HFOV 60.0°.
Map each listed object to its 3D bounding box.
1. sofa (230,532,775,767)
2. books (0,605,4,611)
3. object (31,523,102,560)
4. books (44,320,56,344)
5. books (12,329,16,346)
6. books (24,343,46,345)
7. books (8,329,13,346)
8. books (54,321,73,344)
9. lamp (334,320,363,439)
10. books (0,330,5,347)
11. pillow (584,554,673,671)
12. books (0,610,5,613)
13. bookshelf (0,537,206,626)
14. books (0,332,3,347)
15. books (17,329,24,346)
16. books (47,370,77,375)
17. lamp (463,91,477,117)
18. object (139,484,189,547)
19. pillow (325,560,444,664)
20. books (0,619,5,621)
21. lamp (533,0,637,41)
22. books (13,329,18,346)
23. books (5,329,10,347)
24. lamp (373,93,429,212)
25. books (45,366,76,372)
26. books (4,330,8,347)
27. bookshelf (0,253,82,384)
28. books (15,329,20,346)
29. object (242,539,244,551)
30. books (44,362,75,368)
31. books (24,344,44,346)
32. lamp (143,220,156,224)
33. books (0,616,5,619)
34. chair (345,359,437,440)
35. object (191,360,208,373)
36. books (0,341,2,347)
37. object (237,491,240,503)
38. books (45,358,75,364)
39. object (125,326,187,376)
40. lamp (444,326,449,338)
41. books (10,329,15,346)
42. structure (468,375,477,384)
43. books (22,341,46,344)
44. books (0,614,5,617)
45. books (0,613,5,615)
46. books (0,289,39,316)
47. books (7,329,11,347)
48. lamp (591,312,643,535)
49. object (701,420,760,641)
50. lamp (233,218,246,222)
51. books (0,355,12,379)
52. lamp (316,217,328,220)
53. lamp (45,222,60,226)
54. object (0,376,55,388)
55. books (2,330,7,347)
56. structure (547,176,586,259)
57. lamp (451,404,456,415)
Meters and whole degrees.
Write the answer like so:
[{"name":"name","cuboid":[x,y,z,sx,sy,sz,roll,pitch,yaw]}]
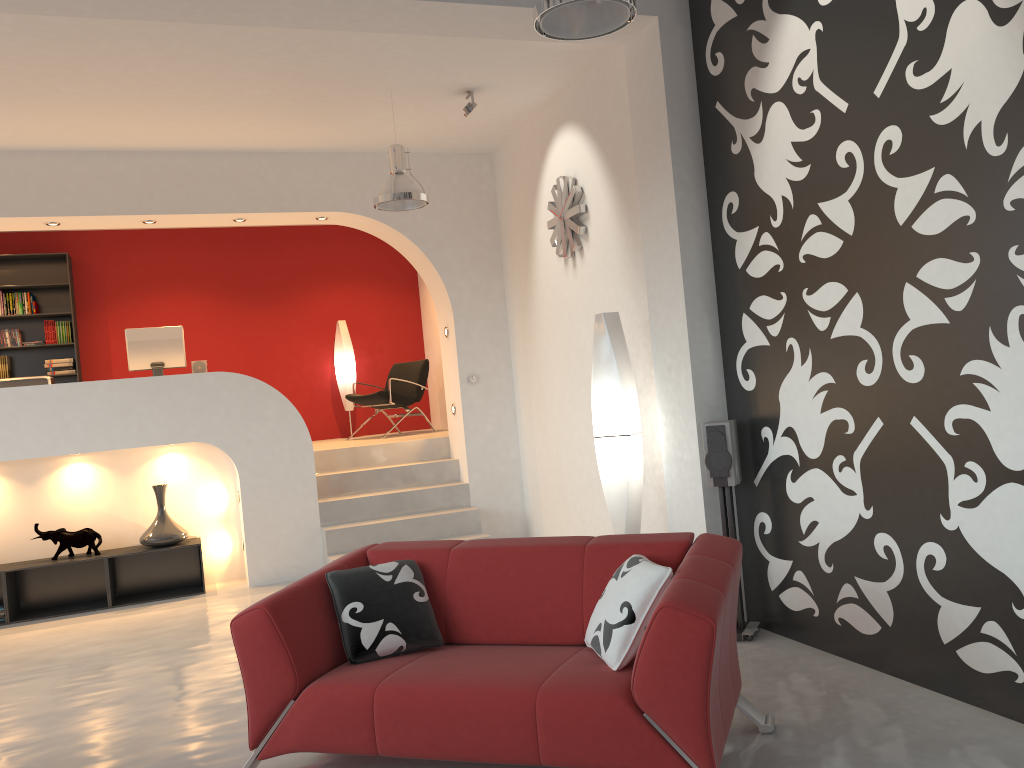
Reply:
[{"name":"sofa","cuboid":[-0.047,1.039,3.398,1.929,0.738,0.951,-5,0,20]},{"name":"books","cuboid":[-3.907,1.694,6.646,0.190,0.015,0.135,-5,0,-25]},{"name":"object","cuboid":[-3.449,1.201,6.882,0.507,0.296,0.191,-5,0,-5]},{"name":"books","cuboid":[-4.809,-0.528,9.252,0.090,0.256,0.181,-5,0,-20]},{"name":"books","cuboid":[-5.120,-0.466,9.144,0.031,0.190,0.135,-5,0,-20]},{"name":"books","cuboid":[-4.947,-0.409,9.205,0.190,0.015,0.135,-5,0,-20]},{"name":"books","cuboid":[-5.148,-0.464,9.134,0.031,0.190,0.135,-5,0,-20]},{"name":"books","cuboid":[-4.695,-0.530,9.292,0.146,0.240,0.170,-5,0,-20]},{"name":"lamp","cuboid":[-1.903,-0.055,10.197,0.237,1.349,0.237,-5,0,-12]},{"name":"books","cuboid":[-5.219,-0.457,9.108,0.031,0.190,0.135,-5,0,-20]},{"name":"pillow","cuboid":[0.419,0.817,3.224,0.288,0.343,0.402,-5,0,-13]},{"name":"books","cuboid":[-3.894,1.707,6.642,0.190,0.015,0.135,-5,0,-20]},{"name":"bookshelf","cuboid":[-3.797,1.580,6.714,2.764,0.397,0.405,-5,0,-20]},{"name":"books","cuboid":[-5.233,-0.456,9.103,0.031,0.190,0.135,-5,0,-20]},{"name":"books","cuboid":[-5.078,-0.470,9.160,0.031,0.190,0.135,-5,0,-20]},{"name":"books","cuboid":[-4.686,-0.113,9.254,0.260,0.040,0.200,-5,0,-19]},{"name":"lamp","cuboid":[-0.298,-1.975,6.261,0.112,0.176,0.118,-5,0,22]},{"name":"object","cuboid":[-2.799,1.049,7.099,0.369,0.481,0.369,-6,0,35]},{"name":"pillow","cuboid":[-0.513,0.906,3.569,0.402,0.343,0.288,-5,0,-28]},{"name":"books","cuboid":[-3.889,1.767,6.649,0.190,0.015,0.135,-5,0,-25]},{"name":"lamp","cuboid":[0.231,-1.735,3.261,0.379,0.800,0.379,-5,0,-27]},{"name":"books","cuboid":[-5.106,-0.468,9.150,0.031,0.190,0.135,-5,0,-20]},{"name":"books","cuboid":[-5.176,-0.461,9.124,0.031,0.190,0.135,-5,0,-20]},{"name":"lamp","cuboid":[-0.793,-1.622,6.079,0.379,0.800,0.379,-6,0,41]},{"name":"books","cuboid":[-4.705,-0.152,9.245,0.260,0.040,0.200,-5,0,-20]},{"name":"books","cuboid":[-5.190,-0.460,9.119,0.031,0.190,0.135,-5,0,-20]},{"name":"bookshelf","cuboid":[-4.921,-0.215,9.151,0.816,2.213,0.305,-5,0,-20]},{"name":"books","cuboid":[-5.092,-0.469,9.155,0.031,0.190,0.135,-5,0,-20]},{"name":"object","cuboid":[-2.238,1.338,7.375,0.011,0.105,0.105,-5,0,-20]},{"name":"books","cuboid":[-4.713,-0.191,9.243,0.260,0.040,0.200,-5,0,-21]},{"name":"books","cuboid":[-4.951,-0.394,9.203,0.190,0.015,0.135,-5,0,-25]},{"name":"lamp","cuboid":[-2.927,-1.306,7.160,0.105,0.011,0.105,-5,0,-31]},{"name":"books","cuboid":[-3.885,1.752,6.651,0.190,0.015,0.135,-5,0,-20]},{"name":"chair","cuboid":[-1.330,0.165,9.563,0.664,0.795,0.768,-6,-1,45]},{"name":"object","cuboid":[-2.708,-0.127,7.678,0.133,0.147,0.151,-5,0,-37]},{"name":"books","cuboid":[-5.247,-0.455,9.098,0.031,0.190,0.135,-5,0,-20]},{"name":"object","cuboid":[-2.275,0.939,7.378,0.011,0.105,0.105,-5,0,-20]},{"name":"books","cuboid":[-4.704,-0.232,9.238,0.260,0.040,0.200,-5,0,-20]},{"name":"object","cuboid":[-3.013,-0.253,7.519,0.458,0.452,0.230,-5,0,-20]},{"name":"lamp","cuboid":[-0.591,-0.467,7.976,0.011,0.105,0.105,-5,0,-20]},{"name":"books","cuboid":[-5.134,-0.465,9.139,0.031,0.190,0.135,-5,0,-20]},{"name":"structure","cuboid":[-0.344,-0.040,7.774,0.080,0.080,0.016,-5,0,-20]},{"name":"books","cuboid":[-4.958,-0.423,9.202,0.190,0.015,0.135,-5,0,-15]},{"name":"books","cuboid":[-3.896,1.738,6.648,0.190,0.015,0.135,-5,0,-15]},{"name":"books","cuboid":[-3.891,1.722,6.650,0.190,0.015,0.135,-5,0,-20]},{"name":"books","cuboid":[-5.090,-0.835,9.137,0.341,0.286,0.231,-5,0,-20]},{"name":"books","cuboid":[-5.162,-0.462,9.129,0.031,0.190,0.135,-5,0,-20]},{"name":"lamp","cuboid":[0.647,0.464,5.278,0.313,1.779,0.313,-5,0,-12]},{"name":"object","cuboid":[1.128,0.750,4.608,0.214,1.112,0.229,-5,0,25]},{"name":"lamp","cuboid":[-2.272,-1.365,7.401,0.105,0.011,0.105,-5,0,-31]},{"name":"books","cuboid":[-5.233,-0.164,9.082,0.146,0.240,0.170,-5,0,-20]},{"name":"lamp","cuboid":[-1.635,-1.422,7.635,0.105,0.011,0.105,-5,0,-31]},{"name":"lamp","cuboid":[-3.582,-1.246,6.920,0.105,0.011,0.105,-5,0,-31]},{"name":"object","cuboid":[-3.951,0.059,7.250,0.397,0.217,0.458,-5,0,-20]},{"name":"books","cuboid":[-5.205,-0.459,9.113,0.031,0.190,0.135,-5,0,-20]},{"name":"structure","cuboid":[0.383,-1.217,6.480,0.090,0.596,0.596,-5,0,-20]},{"name":"lamp","cuboid":[-0.526,0.229,7.972,0.011,0.105,0.105,-5,0,-20]}]
